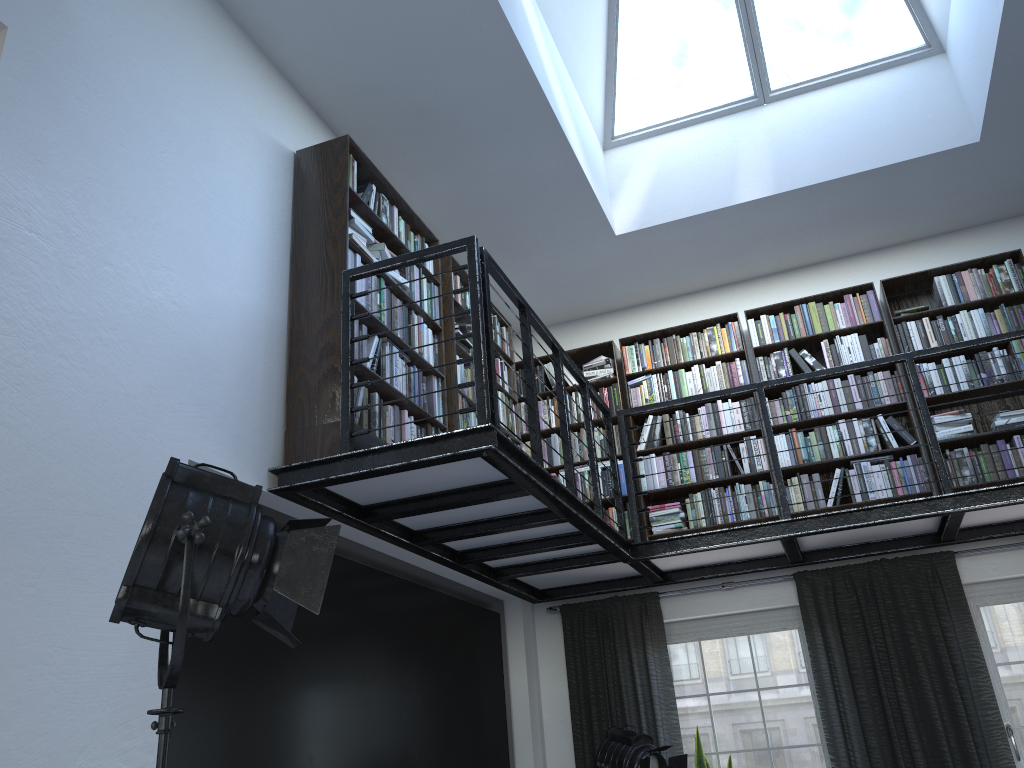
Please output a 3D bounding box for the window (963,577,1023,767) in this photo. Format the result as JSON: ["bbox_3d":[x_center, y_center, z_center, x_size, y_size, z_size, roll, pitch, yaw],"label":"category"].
[{"bbox_3d":[3.303,1.853,4.913,1.164,1.629,0.131,-13,-26,16],"label":"window"}]

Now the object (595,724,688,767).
[{"bbox_3d":[1.795,2.561,4.678,2.905,1.602,0.742,-6,-25,2],"label":"object"}]

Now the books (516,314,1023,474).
[{"bbox_3d":[2.108,0.123,5.807,4.431,1.418,0.239,-12,-26,17],"label":"books"}]

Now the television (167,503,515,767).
[{"bbox_3d":[-0.530,1.975,3.991,0.116,2.464,3.310,-13,-26,17],"label":"television"}]

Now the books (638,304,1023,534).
[{"bbox_3d":[2.474,0.181,5.655,3.383,1.139,0.237,-12,-26,16],"label":"books"}]

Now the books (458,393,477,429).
[{"bbox_3d":[1.706,-0.322,4.746,4.373,1.426,1.155,-12,-26,17],"label":"books"}]

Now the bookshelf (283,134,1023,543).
[{"bbox_3d":[1.645,-0.299,4.611,4.465,1.641,3.049,-12,-25,17],"label":"bookshelf"}]

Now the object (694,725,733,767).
[{"bbox_3d":[1.120,2.523,5.197,0.550,0.954,0.520,-18,-28,26],"label":"object"}]

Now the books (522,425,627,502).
[{"bbox_3d":[2.110,0.114,5.815,4.425,1.433,0.224,-12,-26,16],"label":"books"}]

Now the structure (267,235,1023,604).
[{"bbox_3d":[1.498,0.956,3.238,4.478,3.405,4.557,-13,-26,17],"label":"structure"}]

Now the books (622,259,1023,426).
[{"bbox_3d":[2.087,-0.143,5.948,2.630,0.840,0.210,-12,-26,17],"label":"books"}]

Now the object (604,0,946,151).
[{"bbox_3d":[1.456,-2.334,5.516,2.216,0.643,1.170,-12,-25,17],"label":"object"}]

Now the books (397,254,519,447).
[{"bbox_3d":[1.609,-0.277,4.495,4.326,1.157,1.578,-12,-25,16],"label":"books"}]

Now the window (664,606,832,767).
[{"bbox_3d":[1.428,2.261,5.483,1.164,1.629,0.131,-13,-26,16],"label":"window"}]

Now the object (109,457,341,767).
[{"bbox_3d":[-0.647,0.922,1.840,0.543,1.602,0.603,8,-28,-25],"label":"object"}]

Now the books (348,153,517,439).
[{"bbox_3d":[-0.463,-0.100,4.868,0.314,1.444,2.179,-13,-26,17],"label":"books"}]

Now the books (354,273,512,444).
[{"bbox_3d":[1.503,-0.507,4.291,4.367,1.430,2.177,-12,-25,16],"label":"books"}]

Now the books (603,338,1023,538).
[{"bbox_3d":[1.924,-0.057,5.405,4.423,1.451,1.269,-13,-26,18],"label":"books"}]

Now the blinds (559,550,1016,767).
[{"bbox_3d":[1.566,2.328,5.154,2.502,2.422,0.124,-12,-26,17],"label":"blinds"}]
